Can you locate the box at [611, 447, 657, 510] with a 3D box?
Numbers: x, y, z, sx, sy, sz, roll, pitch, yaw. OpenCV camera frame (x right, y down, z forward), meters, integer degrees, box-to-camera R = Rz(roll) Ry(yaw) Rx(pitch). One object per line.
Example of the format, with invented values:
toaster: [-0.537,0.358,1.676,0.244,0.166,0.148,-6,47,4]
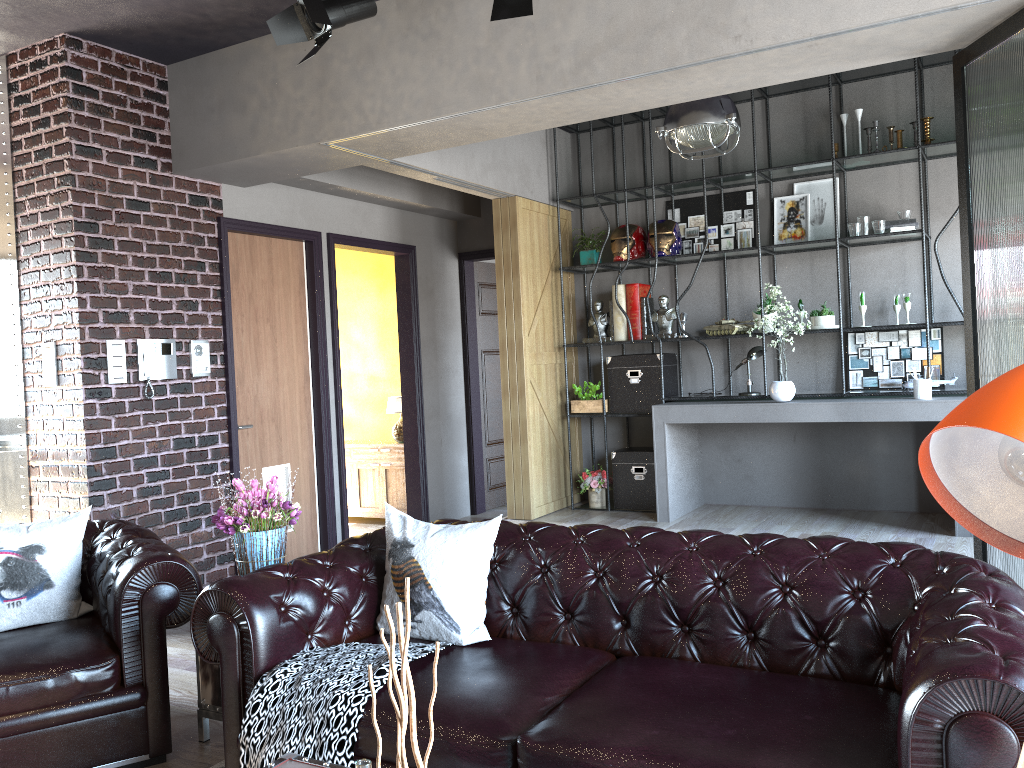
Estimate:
box: [1.126,0.773,7.362,0.488,0.481,0.374,-2,1,30]

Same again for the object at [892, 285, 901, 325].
object: [2.838,-0.580,6.543,0.113,0.302,0.113,-3,1,-42]

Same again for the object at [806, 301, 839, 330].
object: [2.306,-0.511,6.597,0.235,0.212,0.235,-3,1,-15]

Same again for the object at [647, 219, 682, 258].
object: [1.229,-1.174,7.194,0.280,0.327,0.399,-2,1,20]

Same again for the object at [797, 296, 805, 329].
object: [2.228,-0.543,6.835,0.113,0.273,0.113,-3,1,-4]

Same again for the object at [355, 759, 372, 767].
object: [-0.265,0.839,1.628,0.088,0.290,0.084,-2,1,35]

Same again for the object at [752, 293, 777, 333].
object: [1.942,-0.544,6.781,0.137,0.305,0.193,-3,1,-27]

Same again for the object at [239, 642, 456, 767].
object: [-0.817,1.191,2.585,1.700,0.569,0.562,-4,1,-40]

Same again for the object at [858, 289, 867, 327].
object: [2.522,-0.547,6.379,0.113,0.275,0.113,-2,1,33]

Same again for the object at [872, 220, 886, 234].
object: [2.600,-1.105,6.281,0.092,0.099,0.092,-3,1,-13]

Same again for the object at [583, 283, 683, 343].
object: [0.999,-0.591,7.378,0.833,0.466,0.290,-2,1,30]

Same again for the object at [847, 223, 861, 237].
object: [2.459,-1.100,6.362,0.093,0.099,0.092,-3,1,-23]

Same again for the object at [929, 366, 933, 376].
object: [2.803,-0.031,5.956,0.052,0.185,0.009,-2,1,31]

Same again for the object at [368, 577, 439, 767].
object: [-0.199,0.681,1.755,0.156,0.583,0.185,-2,1,30]

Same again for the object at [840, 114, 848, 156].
object: [2.509,-1.831,6.673,0.128,0.390,0.128,-3,1,-2]

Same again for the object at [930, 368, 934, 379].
object: [2.797,-0.023,5.946,0.062,0.169,0.009,-2,1,29]

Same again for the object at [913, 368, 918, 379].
object: [2.742,-0.011,6.004,0.023,0.202,0.046,-3,1,-24]

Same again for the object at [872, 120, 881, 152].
object: [2.605,-1.754,6.333,0.100,0.243,0.100,-2,1,39]

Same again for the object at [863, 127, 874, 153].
object: [2.590,-1.750,6.425,0.084,0.233,0.084,-3,1,-33]

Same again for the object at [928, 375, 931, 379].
object: [2.775,0.012,5.941,0.068,0.159,0.009,-2,1,43]

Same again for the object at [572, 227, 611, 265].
object: [0.661,-1.157,7.535,0.324,0.339,0.295,-3,1,-14]

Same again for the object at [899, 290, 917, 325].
object: [2.794,-0.544,6.269,0.113,0.246,0.113,-3,1,-42]

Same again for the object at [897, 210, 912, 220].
object: [2.835,-1.214,6.399,0.103,0.068,0.103,-2,1,22]

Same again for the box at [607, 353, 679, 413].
box: [1.088,-0.011,7.355,0.488,0.481,0.374,-2,1,30]

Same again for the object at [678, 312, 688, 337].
object: [1.362,-0.470,7.051,0.093,0.200,0.093,-2,1,25]

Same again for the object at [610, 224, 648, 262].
object: [0.952,-1.165,7.352,0.280,0.327,0.399,-2,1,35]

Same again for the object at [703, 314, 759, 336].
object: [1.742,-0.471,6.965,0.206,0.170,0.577,-3,1,-25]

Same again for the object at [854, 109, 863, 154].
object: [2.571,-1.831,6.556,0.128,0.390,0.128,-3,1,-11]

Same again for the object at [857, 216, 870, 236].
object: [2.551,-1.134,6.428,0.087,0.155,0.087,-2,1,42]

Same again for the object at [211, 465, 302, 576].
object: [-1.037,0.583,3.637,0.352,0.484,0.349,-3,1,-30]

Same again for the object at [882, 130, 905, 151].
object: [2.740,-1.713,6.268,0.189,0.152,0.189,-4,1,-37]

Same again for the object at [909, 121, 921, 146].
object: [2.878,-1.761,6.318,0.084,0.233,0.084,-3,1,11]

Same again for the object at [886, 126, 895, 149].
object: [2.757,-1.755,6.442,0.080,0.226,0.080,-3,1,3]

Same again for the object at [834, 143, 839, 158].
object: [2.365,-1.688,6.469,0.135,0.129,0.135,-3,1,3]

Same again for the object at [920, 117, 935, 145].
object: [2.901,-1.759,6.192,0.130,0.232,0.130,-3,1,7]

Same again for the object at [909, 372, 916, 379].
object: [2.748,-0.002,5.985,0.137,0.190,0.009,-2,1,33]

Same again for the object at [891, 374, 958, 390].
object: [2.934,-0.015,6.326,0.351,0.111,0.379,-3,1,-28]
